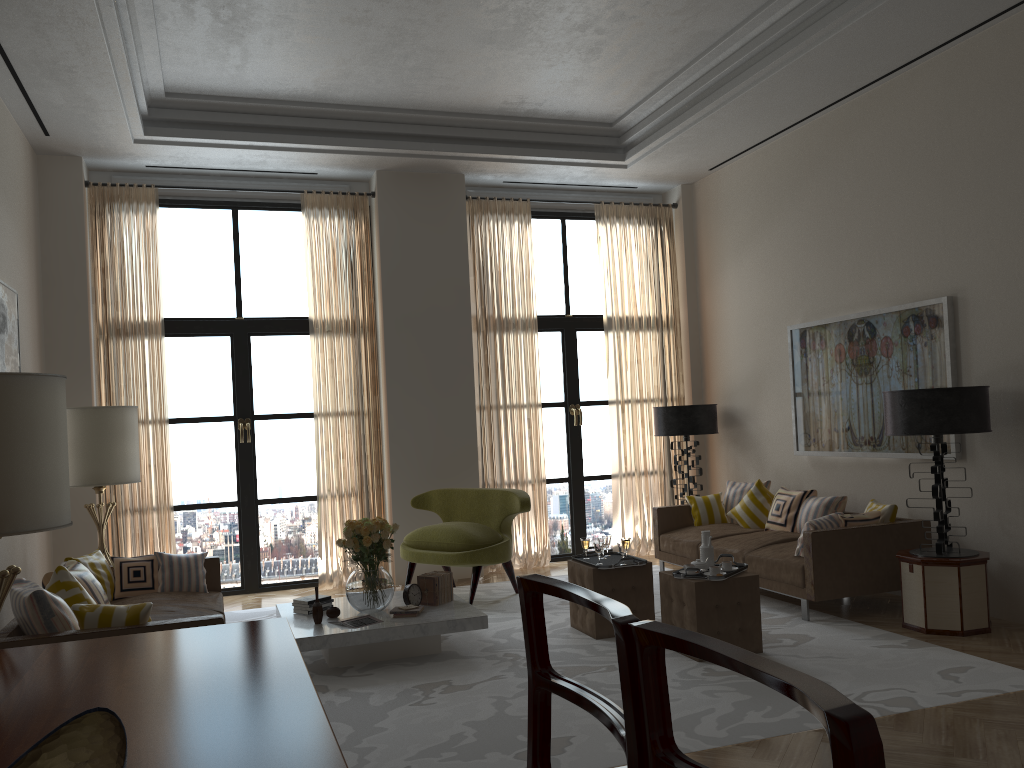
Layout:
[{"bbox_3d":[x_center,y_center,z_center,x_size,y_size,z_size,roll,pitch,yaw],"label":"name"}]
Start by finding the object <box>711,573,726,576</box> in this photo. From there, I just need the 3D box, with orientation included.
[{"bbox_3d":[1.600,1.493,6.920,0.187,0.015,0.041,-1,-3,-32],"label":"object"}]

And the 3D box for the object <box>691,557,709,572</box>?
[{"bbox_3d":[1.520,1.471,7.219,0.176,0.105,0.136,-2,-2,-23],"label":"object"}]

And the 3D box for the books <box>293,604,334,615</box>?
[{"bbox_3d":[-1.738,1.965,7.754,0.207,0.035,0.280,-5,-3,38],"label":"books"}]

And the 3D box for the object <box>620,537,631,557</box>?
[{"bbox_3d":[1.037,1.494,8.050,0.098,0.191,0.098,-3,-1,7],"label":"object"}]

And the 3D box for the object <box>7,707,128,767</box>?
[{"bbox_3d":[-1.044,0.940,1.899,0.331,0.164,1.084,-2,-2,-8],"label":"object"}]

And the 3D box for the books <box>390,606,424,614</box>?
[{"bbox_3d":[-0.880,1.898,7.447,0.255,0.026,0.202,-3,-2,6],"label":"books"}]

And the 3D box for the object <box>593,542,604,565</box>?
[{"bbox_3d":[0.768,1.497,7.827,0.098,0.191,0.098,-3,-1,7],"label":"object"}]

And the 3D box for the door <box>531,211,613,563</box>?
[{"bbox_3d":[0.835,0.019,12.108,3.085,4.765,0.240,-2,-1,-19],"label":"door"}]

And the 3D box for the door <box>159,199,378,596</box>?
[{"bbox_3d":[-3.227,0.156,10.726,3.257,4.765,0.240,-2,-1,-19],"label":"door"}]

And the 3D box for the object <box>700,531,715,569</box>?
[{"bbox_3d":[1.614,1.373,7.348,0.113,0.305,0.125,-3,-1,18],"label":"object"}]

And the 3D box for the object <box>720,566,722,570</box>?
[{"bbox_3d":[1.709,1.504,7.252,0.041,0.015,0.187,-4,-3,23],"label":"object"}]

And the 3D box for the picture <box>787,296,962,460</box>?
[{"bbox_3d":[3.609,0.010,9.071,0.080,1.480,2.269,-2,-2,-20],"label":"picture"}]

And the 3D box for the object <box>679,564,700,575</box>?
[{"bbox_3d":[1.422,1.474,7.060,0.176,0.067,0.176,-1,-3,-43],"label":"object"}]

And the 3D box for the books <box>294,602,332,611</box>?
[{"bbox_3d":[-1.739,1.935,7.743,0.207,0.024,0.262,-4,-3,34],"label":"books"}]

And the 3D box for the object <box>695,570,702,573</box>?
[{"bbox_3d":[1.475,1.489,7.020,0.052,0.027,0.080,-4,-3,28],"label":"object"}]

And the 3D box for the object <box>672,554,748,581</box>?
[{"bbox_3d":[1.604,1.476,7.160,0.441,0.101,0.720,-4,-3,35],"label":"object"}]

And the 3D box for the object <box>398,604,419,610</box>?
[{"bbox_3d":[-0.871,1.877,7.457,0.139,0.019,0.137,-1,-3,-35],"label":"object"}]

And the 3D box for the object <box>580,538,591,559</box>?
[{"bbox_3d":[0.680,1.517,8.163,0.098,0.191,0.098,-2,-1,-36],"label":"object"}]

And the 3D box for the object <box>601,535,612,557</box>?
[{"bbox_3d":[0.887,1.511,8.272,0.098,0.191,0.098,-3,-1,28],"label":"object"}]

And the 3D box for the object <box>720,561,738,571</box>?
[{"bbox_3d":[1.746,1.478,7.198,0.176,0.067,0.176,-2,-2,-20],"label":"object"}]

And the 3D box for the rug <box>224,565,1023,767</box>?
[{"bbox_3d":[0.152,2.204,7.723,5.516,0.065,5.737,-2,-3,-19],"label":"rug"}]

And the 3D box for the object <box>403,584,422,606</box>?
[{"bbox_3d":[-0.861,1.840,7.704,0.082,0.209,0.204,-3,-2,32],"label":"object"}]

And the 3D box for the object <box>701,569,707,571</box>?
[{"bbox_3d":[1.583,1.489,7.086,0.186,0.026,0.041,-2,-2,-11],"label":"object"}]

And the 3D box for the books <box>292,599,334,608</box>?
[{"bbox_3d":[-1.742,1.911,7.756,0.230,0.024,0.280,-5,-3,36],"label":"books"}]

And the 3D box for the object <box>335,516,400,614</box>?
[{"bbox_3d":[-1.207,1.560,7.651,0.539,0.821,0.627,-2,-2,-23],"label":"object"}]

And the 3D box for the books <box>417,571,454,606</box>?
[{"bbox_3d":[-0.682,1.813,7.876,0.211,0.264,0.281,-4,-2,31],"label":"books"}]

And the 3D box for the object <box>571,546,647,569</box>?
[{"bbox_3d":[0.868,1.559,7.996,0.491,0.092,0.803,-2,-3,-19],"label":"object"}]

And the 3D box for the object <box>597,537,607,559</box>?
[{"bbox_3d":[0.834,1.508,8.139,0.098,0.191,0.098,-2,-1,-19],"label":"object"}]

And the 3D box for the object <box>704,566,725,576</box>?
[{"bbox_3d":[1.599,1.475,6.987,0.176,0.067,0.176,-2,-2,-17],"label":"object"}]

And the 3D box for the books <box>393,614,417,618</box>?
[{"bbox_3d":[-0.889,1.922,7.443,0.197,0.024,0.256,-3,-2,-1],"label":"books"}]

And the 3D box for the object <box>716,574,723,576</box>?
[{"bbox_3d":[1.615,1.490,6.888,0.053,0.025,0.049,-2,-2,-17],"label":"object"}]

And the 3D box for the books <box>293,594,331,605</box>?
[{"bbox_3d":[-1.747,1.883,7.747,0.207,0.030,0.260,-5,-3,38],"label":"books"}]

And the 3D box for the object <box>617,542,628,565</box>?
[{"bbox_3d":[0.968,1.484,7.730,0.098,0.191,0.098,-2,-1,-19],"label":"object"}]

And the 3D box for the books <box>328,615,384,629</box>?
[{"bbox_3d":[-1.275,1.926,7.232,0.384,0.038,0.281,-5,-3,44],"label":"books"}]
